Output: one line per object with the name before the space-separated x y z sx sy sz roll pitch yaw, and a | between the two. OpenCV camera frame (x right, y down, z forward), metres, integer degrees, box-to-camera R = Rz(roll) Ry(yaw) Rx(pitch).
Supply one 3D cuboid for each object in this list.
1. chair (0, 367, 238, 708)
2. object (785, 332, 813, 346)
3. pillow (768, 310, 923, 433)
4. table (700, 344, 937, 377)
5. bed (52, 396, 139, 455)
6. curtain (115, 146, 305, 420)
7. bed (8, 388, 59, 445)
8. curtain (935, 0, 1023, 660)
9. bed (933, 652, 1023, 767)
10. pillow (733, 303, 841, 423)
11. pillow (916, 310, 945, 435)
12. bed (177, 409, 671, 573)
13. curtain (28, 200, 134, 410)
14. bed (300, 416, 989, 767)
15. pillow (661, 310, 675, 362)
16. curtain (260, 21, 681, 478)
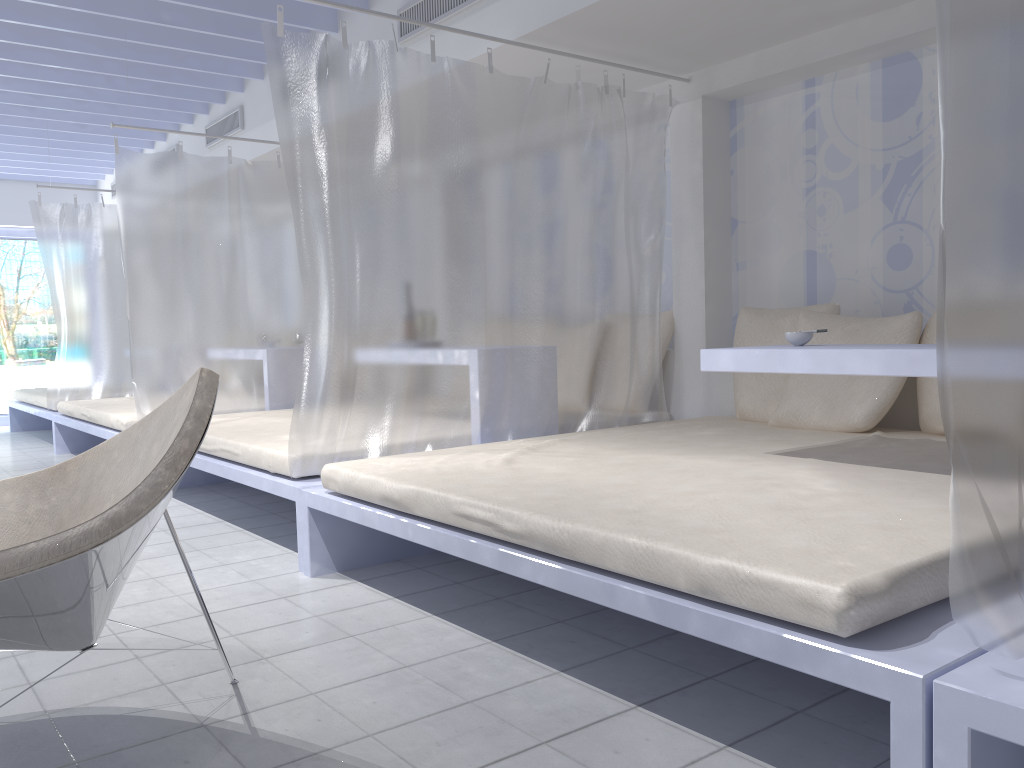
chair | -0.983 0.358 1.902 0.753 0.759 0.906 -4 4 -33
object | 0.861 -0.135 2.662 0.082 0.043 0.082 -1 4 14
pillow | 1.294 -0.055 3.455 0.307 0.482 0.528 -4 4 -32
table | 1.053 0.125 2.356 0.416 0.450 1.065 -4 4 -37
bed | -1.936 0.282 6.296 2.016 0.427 2.200 -4 4 -37
curtain | -1.298 -0.552 5.354 1.998 1.559 0.125 -4 5 -39
bed | -3.262 0.214 8.062 2.022 0.422 2.200 -4 4 -37
curtain | 1.378 -0.414 1.840 1.998 1.559 0.125 -4 5 -39
bed | 2.077 0.489 1.026 2.016 0.427 2.200 -4 4 -37
pillow | 1.159 -0.084 3.780 0.231 0.510 0.572 -4 4 -38
pillow | 1.644 -0.066 3.085 0.233 0.527 0.537 -3 4 -17
bed | -0.588 0.353 4.551 2.022 0.422 2.200 -4 4 -37
curtain | -2.674 -0.640 7.092 2.050 1.552 0.151 -4 4 -37
bed | 0.738 0.420 2.784 2.016 0.427 2.200 -4 4 -37
pillow | 0.581 -0.114 4.539 0.231 0.510 0.572 -4 4 -36
curtain | 0.001 -0.502 3.580 2.050 1.552 0.151 -4 4 -37
